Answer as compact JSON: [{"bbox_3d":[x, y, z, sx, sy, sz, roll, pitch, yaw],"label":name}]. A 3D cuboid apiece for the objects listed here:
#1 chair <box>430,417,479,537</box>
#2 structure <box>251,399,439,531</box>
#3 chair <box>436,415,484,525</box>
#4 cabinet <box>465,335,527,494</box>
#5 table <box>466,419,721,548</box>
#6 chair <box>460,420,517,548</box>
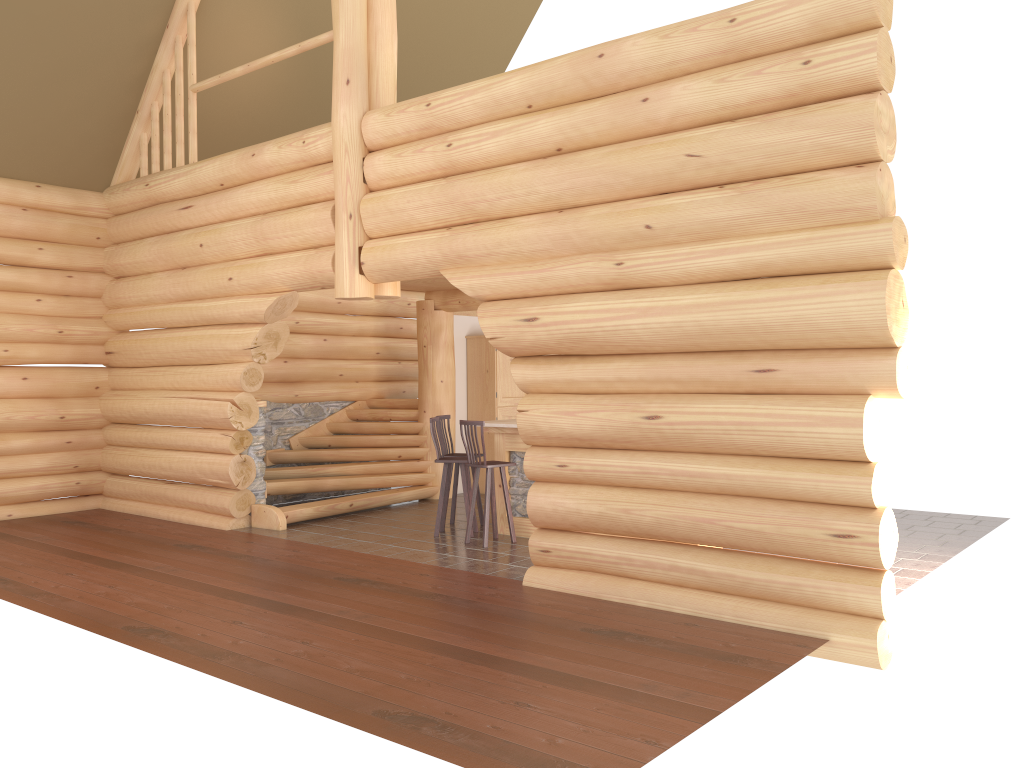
[{"bbox_3d":[-0.660,1.040,10.024,0.504,1.319,0.406,-1,0,7],"label":"chair"},{"bbox_3d":[-2.550,0.882,12.398,1.951,1.643,3.604,0,1,33],"label":"structure"},{"bbox_3d":[-0.618,1.035,10.544,0.504,1.319,0.406,0,1,19],"label":"chair"},{"bbox_3d":[0.121,0.455,14.165,0.670,2.403,1.847,0,1,39],"label":"cabinet"},{"bbox_3d":[1.073,1.057,9.609,3.220,1.257,1.196,0,1,39],"label":"table"},{"bbox_3d":[-0.255,1.040,9.470,0.504,1.319,0.406,-1,1,-41],"label":"chair"}]
